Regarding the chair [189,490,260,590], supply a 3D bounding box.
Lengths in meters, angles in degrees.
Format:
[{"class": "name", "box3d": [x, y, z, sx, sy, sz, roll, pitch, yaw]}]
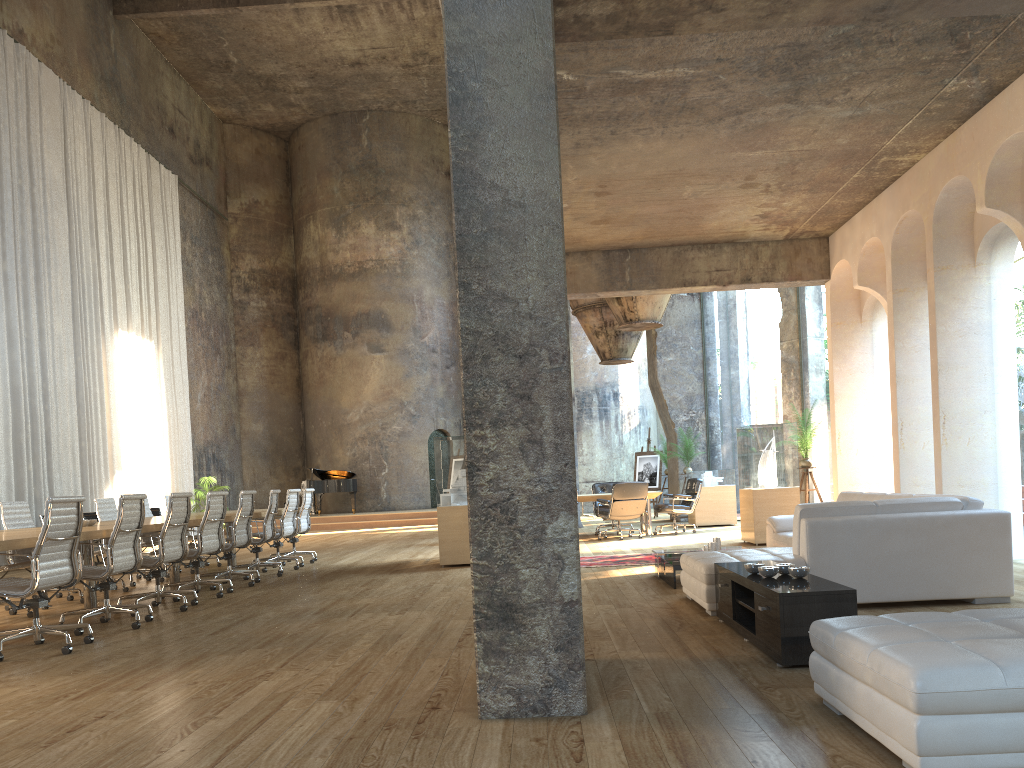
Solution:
[{"class": "chair", "box3d": [-3.091, 1.670, 9.460, 0.699, 1.025, 0.666, -3, -1, 7]}]

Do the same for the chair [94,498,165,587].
[{"class": "chair", "box3d": [-4.466, 1.834, 10.304, 0.699, 1.025, 0.666, -3, -1, 7]}]

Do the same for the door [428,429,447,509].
[{"class": "door", "box3d": [-2.131, 2.462, 25.565, 0.900, 2.296, 0.092, -3, 1, -40]}]

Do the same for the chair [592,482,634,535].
[{"class": "chair", "box3d": [1.727, 2.136, 15.165, 0.730, 0.892, 0.823, -3, -2, 2]}]

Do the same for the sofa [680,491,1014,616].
[{"class": "sofa", "box3d": [2.339, 1.301, 7.274, 2.064, 0.720, 2.939, -3, -6, 2]}]

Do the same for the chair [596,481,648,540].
[{"class": "chair", "box3d": [1.680, 1.976, 13.715, 0.728, 0.892, 0.825, -2, -2, -25]}]

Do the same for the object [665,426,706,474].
[{"class": "object", "box3d": [3.311, 1.280, 17.052, 0.859, 0.940, 0.689, -3, -1, 4]}]

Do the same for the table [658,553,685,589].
[{"class": "table", "box3d": [1.771, 1.667, 7.933, 0.790, 0.202, 1.114, -3, -6, 2]}]

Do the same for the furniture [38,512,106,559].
[{"class": "furniture", "box3d": [-6.752, 2.475, 14.177, 0.708, 0.840, 1.878, -3, -5, 1]}]

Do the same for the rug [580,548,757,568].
[{"class": "rug", "box3d": [1.831, 2.009, 10.175, 2.462, 0.009, 1.351, -3, -6, 2]}]

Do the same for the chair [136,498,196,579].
[{"class": "chair", "box3d": [-4.440, 1.936, 11.222, 0.699, 1.025, 0.666, -3, -1, 5]}]

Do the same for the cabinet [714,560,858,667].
[{"class": "cabinet", "box3d": [1.485, 1.266, 4.994, 0.396, 0.368, 1.567, -3, -6, 1]}]

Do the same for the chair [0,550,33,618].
[{"class": "chair", "box3d": [-4.536, 1.533, 7.592, 0.699, 1.025, 0.666, -3, -1, 1]}]

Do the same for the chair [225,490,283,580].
[{"class": "chair", "box3d": [-3.057, 1.774, 10.392, 0.699, 1.025, 0.666, -3, -1, 1]}]

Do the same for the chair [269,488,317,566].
[{"class": "chair", "box3d": [-3.049, 1.967, 12.114, 0.699, 1.025, 0.666, -3, -1, 7]}]

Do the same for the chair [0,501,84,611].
[{"class": "chair", "box3d": [-4.520, 1.637, 8.525, 0.699, 1.025, 0.666, -3, -1, 7]}]

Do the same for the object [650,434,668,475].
[{"class": "object", "box3d": [3.405, 1.551, 19.511, 0.689, 0.939, 0.859, -3, -2, 22]}]

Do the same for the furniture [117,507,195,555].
[{"class": "furniture", "box3d": [-6.680, 2.739, 16.565, 0.708, 0.840, 1.878, -3, -5, 1]}]

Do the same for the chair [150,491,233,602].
[{"class": "chair", "box3d": [-3.120, 1.573, 8.580, 0.700, 1.025, 0.665, -3, -1, 10]}]

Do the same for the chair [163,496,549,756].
[{"class": "chair", "box3d": [-1.577, 1.889, 12.020, 12.952, 1.030, 31.620, -3, -6, 1]}]

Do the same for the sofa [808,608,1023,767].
[{"class": "sofa", "box3d": [2.214, 0.837, 3.072, 2.067, 0.721, 1.075, -3, -4, 1]}]

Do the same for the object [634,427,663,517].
[{"class": "object", "box3d": [3.216, 2.079, 20.653, 0.703, 2.147, 0.682, -3, 1, 31]}]

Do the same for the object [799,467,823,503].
[{"class": "object", "box3d": [3.965, 1.628, 11.997, 0.656, 0.972, 0.573, -2, -1, -34]}]

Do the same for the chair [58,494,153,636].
[{"class": "chair", "box3d": [-3.171, 1.371, 6.763, 0.699, 1.025, 0.666, -3, -1, 5]}]

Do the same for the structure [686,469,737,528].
[{"class": "structure", "box3d": [3.620, 2.070, 15.976, 0.735, 1.014, 0.744, -3, -1, 2]}]

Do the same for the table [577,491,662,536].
[{"class": "table", "box3d": [1.197, 2.174, 14.423, 2.410, 0.700, 1.108, -3, -4, 2]}]

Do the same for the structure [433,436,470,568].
[{"class": "structure", "box3d": [-0.583, 1.427, 10.741, 0.594, 1.547, 0.743, -3, 0, 2]}]

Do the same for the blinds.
[{"class": "blinds", "box3d": [-7.918, -1.091, 17.262, 0.275, 8.639, 7.845, -3, -2, 2]}]

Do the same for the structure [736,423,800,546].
[{"class": "structure", "box3d": [3.362, 1.319, 11.534, 0.594, 1.547, 0.743, -3, 0, 2]}]

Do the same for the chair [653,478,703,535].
[{"class": "chair", "box3d": [2.679, 1.999, 14.371, 0.820, 0.892, 0.732, -3, -2, -4]}]

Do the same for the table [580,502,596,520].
[{"class": "table", "box3d": [1.211, 2.949, 20.648, 1.871, 0.546, 0.944, -3, -4, 2]}]

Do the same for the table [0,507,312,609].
[{"class": "table", "box3d": [-3.834, 1.794, 9.066, 1.601, 0.757, 7.743, -3, -6, 1]}]

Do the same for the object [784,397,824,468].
[{"class": "object", "box3d": [3.980, 0.676, 11.979, 0.687, 0.939, 0.862, -3, -2, -8]}]

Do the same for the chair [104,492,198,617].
[{"class": "chair", "box3d": [-3.145, 1.473, 7.681, 0.699, 1.025, 0.666, -3, -1, 7]}]

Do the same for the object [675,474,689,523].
[{"class": "object", "box3d": [3.511, 2.212, 16.990, 0.573, 0.972, 0.657, -3, -1, 38]}]

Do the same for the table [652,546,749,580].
[{"class": "table", "box3d": [1.780, 1.686, 8.302, 0.860, 0.246, 0.371, -3, -4, 2]}]

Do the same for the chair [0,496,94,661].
[{"class": "chair", "box3d": [-3.201, 1.266, 5.815, 0.699, 1.025, 0.666, -3, -1, 7]}]

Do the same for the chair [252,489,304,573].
[{"class": "chair", "box3d": [-3.040, 1.869, 11.249, 0.700, 1.025, 0.665, -3, -1, 10]}]

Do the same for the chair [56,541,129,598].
[{"class": "chair", "box3d": [-4.490, 1.735, 9.405, 0.700, 1.025, 0.665, -3, -1, 10]}]

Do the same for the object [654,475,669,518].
[{"class": "object", "box3d": [3.508, 2.495, 19.505, 0.658, 0.972, 0.571, -3, -1, -4]}]

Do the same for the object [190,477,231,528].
[{"class": "object", "box3d": [-6.946, 2.846, 20.095, 1.091, 1.456, 1.132, -3, -2, -7]}]
